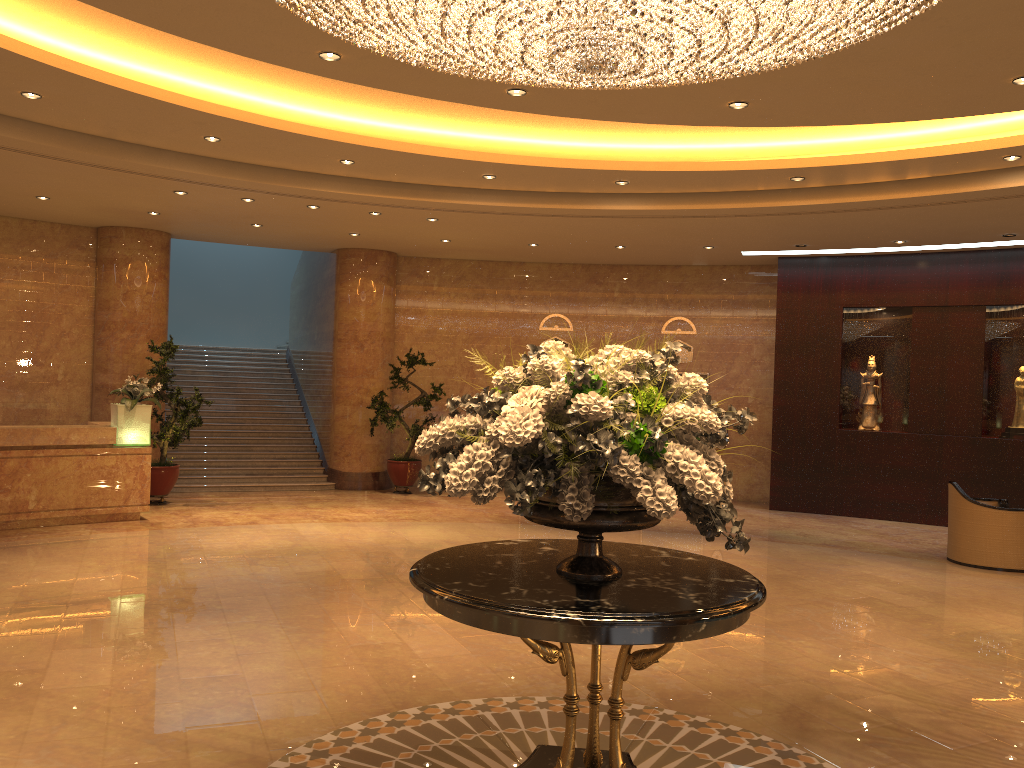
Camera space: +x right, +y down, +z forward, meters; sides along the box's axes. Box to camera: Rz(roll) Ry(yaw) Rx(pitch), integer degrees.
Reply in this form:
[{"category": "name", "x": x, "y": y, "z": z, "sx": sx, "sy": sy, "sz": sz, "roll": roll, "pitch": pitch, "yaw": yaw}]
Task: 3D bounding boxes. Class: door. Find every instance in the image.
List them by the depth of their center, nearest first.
[{"category": "door", "x": 2.816, "y": 0.865, "z": 15.290, "sx": 1.070, "sy": 2.149, "sz": 0.150, "roll": 2, "pitch": 0, "yaw": 13}]

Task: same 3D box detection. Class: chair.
[{"category": "chair", "x": 5.388, "y": 1.584, "z": 10.107, "sx": 0.769, "sy": 0.916, "sz": 0.951, "roll": 2, "pitch": 0, "yaw": 12}]

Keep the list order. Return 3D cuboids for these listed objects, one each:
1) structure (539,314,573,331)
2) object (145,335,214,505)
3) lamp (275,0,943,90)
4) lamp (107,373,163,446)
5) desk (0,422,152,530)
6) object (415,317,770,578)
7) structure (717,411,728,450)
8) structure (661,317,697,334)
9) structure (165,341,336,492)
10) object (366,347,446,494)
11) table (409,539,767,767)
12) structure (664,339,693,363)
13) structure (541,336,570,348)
[{"category": "structure", "x": 0.777, "y": -1.083, "z": 15.520, "sx": 0.600, "sy": 0.293, "sz": 0.010, "roll": 2, "pitch": 0, "yaw": 2}, {"category": "object", "x": -4.860, "y": 0.494, "z": 12.545, "sx": 0.843, "sy": 2.363, "sz": 1.250, "roll": 2, "pitch": 0, "yaw": -42}, {"category": "lamp", "x": 0.384, "y": -1.955, "z": 3.824, "sx": 3.204, "sy": 1.196, "sz": 3.206, "roll": 2, "pitch": 0, "yaw": 14}, {"category": "lamp", "x": -4.703, "y": 0.307, "z": 11.108, "sx": 0.606, "sy": 0.897, "sz": 0.532, "roll": 2, "pitch": 0, "yaw": -44}, {"category": "desk", "x": -7.341, "y": 1.031, "z": 5.832, "sx": 3.466, "sy": 1.155, "sz": 12.951, "roll": 2, "pitch": 0, "yaw": 12}, {"category": "object", "x": 0.309, "y": 0.290, "z": 3.749, "sx": 1.318, "sy": 0.999, "sz": 1.277, "roll": 2, "pitch": 0, "yaw": 8}, {"category": "structure", "x": 3.551, "y": 0.784, "z": 15.021, "sx": 0.200, "sy": 0.661, "sz": 0.053, "roll": 2, "pitch": 0, "yaw": 17}, {"category": "structure", "x": 2.871, "y": -1.009, "z": 15.234, "sx": 0.600, "sy": 0.293, "sz": 0.010, "roll": 2, "pitch": 0, "yaw": 13}, {"category": "structure", "x": -5.337, "y": -1.139, "z": 17.220, "sx": 9.849, "sy": 5.560, "sz": 7.472, "roll": 2, "pitch": 0, "yaw": -23}, {"category": "object", "x": -1.695, "y": 0.599, "z": 14.334, "sx": 1.250, "sy": 2.363, "sz": 0.843, "roll": 2, "pitch": 0, "yaw": -1}, {"category": "table", "x": 0.293, "y": 1.333, "z": 3.782, "sx": 1.493, "sy": 1.089, "sz": 1.493, "roll": 2, "pitch": 0, "yaw": -29}, {"category": "structure", "x": 2.857, "y": -0.562, "z": 15.236, "sx": 0.504, "sy": 0.405, "sz": 0.012, "roll": 2, "pitch": 0, "yaw": 13}, {"category": "structure", "x": 0.761, "y": -0.636, "z": 15.523, "sx": 0.504, "sy": 0.405, "sz": 0.012, "roll": 2, "pitch": 0, "yaw": 2}]
